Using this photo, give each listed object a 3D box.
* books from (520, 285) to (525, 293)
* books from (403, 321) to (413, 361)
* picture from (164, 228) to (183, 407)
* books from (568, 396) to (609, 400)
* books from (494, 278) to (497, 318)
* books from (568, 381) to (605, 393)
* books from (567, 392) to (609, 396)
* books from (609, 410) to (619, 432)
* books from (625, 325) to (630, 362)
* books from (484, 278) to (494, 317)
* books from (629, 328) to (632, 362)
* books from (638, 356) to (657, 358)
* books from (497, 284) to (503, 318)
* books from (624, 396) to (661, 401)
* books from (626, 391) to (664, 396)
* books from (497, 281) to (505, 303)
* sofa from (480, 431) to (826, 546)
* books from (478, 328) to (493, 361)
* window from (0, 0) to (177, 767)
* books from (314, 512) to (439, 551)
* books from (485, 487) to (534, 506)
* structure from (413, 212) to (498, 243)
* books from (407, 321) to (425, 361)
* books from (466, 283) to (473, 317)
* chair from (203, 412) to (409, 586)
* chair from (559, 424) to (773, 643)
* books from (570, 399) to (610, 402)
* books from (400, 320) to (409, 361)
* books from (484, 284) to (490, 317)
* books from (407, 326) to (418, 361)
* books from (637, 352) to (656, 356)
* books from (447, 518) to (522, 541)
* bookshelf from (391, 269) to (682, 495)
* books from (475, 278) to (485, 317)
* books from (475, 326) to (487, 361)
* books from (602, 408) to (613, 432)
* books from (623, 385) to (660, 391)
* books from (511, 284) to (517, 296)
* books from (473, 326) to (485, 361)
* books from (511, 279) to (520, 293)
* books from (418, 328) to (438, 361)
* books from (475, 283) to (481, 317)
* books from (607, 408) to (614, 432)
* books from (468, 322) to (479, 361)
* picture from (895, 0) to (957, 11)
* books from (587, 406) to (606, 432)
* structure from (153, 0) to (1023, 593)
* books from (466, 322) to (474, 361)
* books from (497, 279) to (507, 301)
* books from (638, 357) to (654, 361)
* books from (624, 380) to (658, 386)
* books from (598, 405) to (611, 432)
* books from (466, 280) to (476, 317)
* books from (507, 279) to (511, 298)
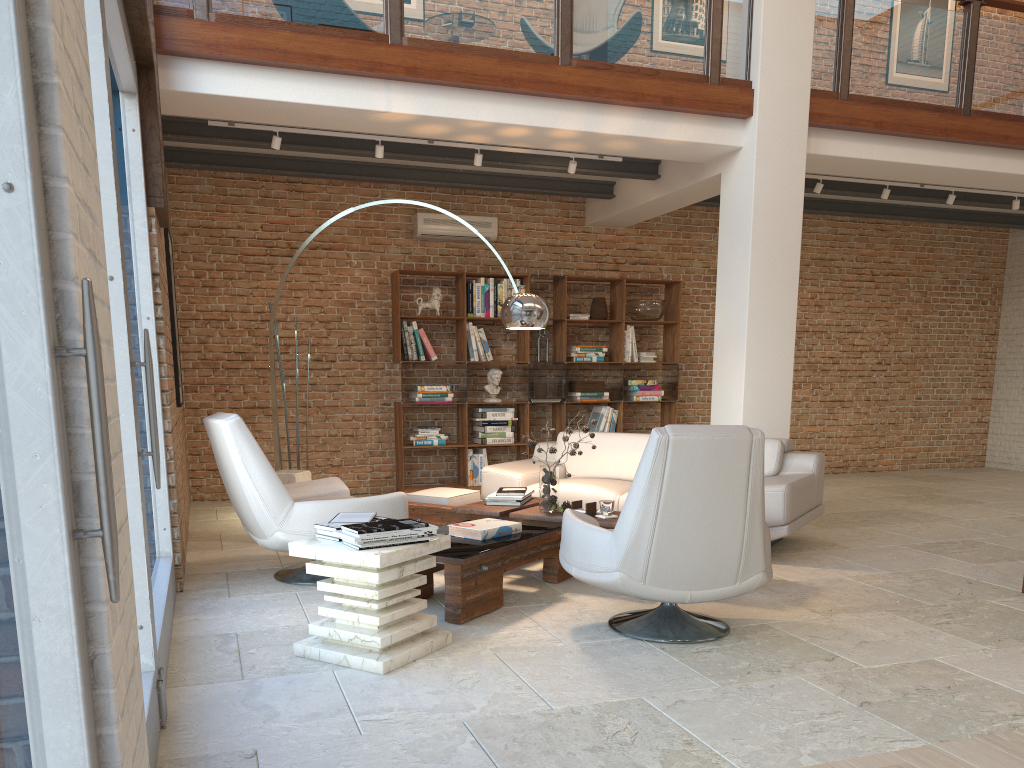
[{"bbox_3d":[0.067,-0.827,8.879,0.055,0.337,0.249,-4,8,-19],"label":"books"},{"bbox_3d":[-1.049,-0.420,8.563,0.091,0.393,0.238,-4,9,-19],"label":"books"},{"bbox_3d":[-2.389,-0.449,6.165,0.027,1.224,0.893,-4,8,-20],"label":"picture"},{"bbox_3d":[0.810,0.145,9.317,0.378,0.037,0.240,0,1,-24],"label":"books"},{"bbox_3d":[-0.206,-0.854,8.763,0.036,0.392,0.238,-4,9,-20],"label":"books"},{"bbox_3d":[0.794,0.029,9.263,0.335,0.121,0.209,-1,3,-19],"label":"books"},{"bbox_3d":[0.808,0.108,9.273,0.379,0.037,0.240,0,1,-20],"label":"books"},{"bbox_3d":[1.044,0.441,9.431,0.116,0.342,0.249,-3,8,-19],"label":"books"},{"bbox_3d":[1.188,-0.425,9.312,0.036,0.392,0.238,-4,9,-20],"label":"books"},{"bbox_3d":[-0.237,-0.853,8.742,0.036,0.392,0.238,-4,9,-20],"label":"books"},{"bbox_3d":[1.212,-0.411,9.333,0.020,0.367,0.266,-4,8,-20],"label":"books"},{"bbox_3d":[1.441,-0.295,9.425,0.170,0.019,0.232,0,1,-16],"label":"books"},{"bbox_3d":[-0.157,-0.826,8.769,0.055,0.337,0.249,-4,8,-19],"label":"books"},{"bbox_3d":[1.426,0.157,9.514,0.326,0.057,0.250,0,1,-17],"label":"books"},{"bbox_3d":[1.450,0.100,9.511,0.325,0.057,0.251,0,1,-24],"label":"books"},{"bbox_3d":[-0.125,-0.840,8.793,0.020,0.367,0.266,-4,8,-20],"label":"books"},{"bbox_3d":[1.027,0.771,6.508,2.318,0.774,1.127,1,4,31],"label":"sofa"},{"bbox_3d":[-0.304,-0.393,8.810,0.158,0.337,0.249,-3,8,-19],"label":"books"},{"bbox_3d":[-0.910,-2.017,0.783,0.645,6.535,12.124,-4,4,-20],"label":"window"},{"bbox_3d":[-0.629,0.630,3.821,0.387,0.081,0.561,-1,1,-35],"label":"books"},{"bbox_3d":[-0.015,0.731,5.699,0.250,0.076,0.394,0,1,13],"label":"books"},{"bbox_3d":[-0.559,-1.543,8.631,0.811,0.224,0.196,0,6,-19],"label":"structure"},{"bbox_3d":[-0.944,-0.418,8.587,0.121,0.390,0.238,-3,9,-19],"label":"books"},{"bbox_3d":[-0.450,-0.825,8.695,0.055,0.337,0.249,-4,8,-19],"label":"books"},{"bbox_3d":[-1.259,0.663,5.169,0.976,1.022,1.012,-4,7,-35],"label":"chair"},{"bbox_3d":[0.766,0.673,4.023,1.027,1.040,0.950,0,6,-3],"label":"chair"},{"bbox_3d":[0.827,0.174,9.314,0.355,0.021,0.268,0,1,-21],"label":"books"},{"bbox_3d":[-1.082,-0.419,8.544,0.091,0.393,0.238,-4,9,-19],"label":"books"},{"bbox_3d":[-0.288,-0.826,8.750,0.055,0.337,0.249,-4,8,-19],"label":"books"},{"bbox_3d":[-1.007,-0.395,8.602,0.102,0.342,0.249,-4,8,-19],"label":"books"},{"bbox_3d":[1.435,-0.322,9.414,0.132,0.034,0.203,-1,1,-29],"label":"books"},{"bbox_3d":[-0.147,0.792,4.764,0.253,0.057,0.323,1,1,41],"label":"books"},{"bbox_3d":[0.302,0.021,9.082,3.027,2.254,0.356,-1,10,-19],"label":"bookshelf"},{"bbox_3d":[-0.328,-0.853,8.716,0.036,0.392,0.238,-4,9,-20],"label":"books"},{"bbox_3d":[-0.354,-0.402,8.806,0.124,0.357,0.266,-3,8,-19],"label":"books"},{"bbox_3d":[0.981,0.430,9.413,0.097,0.363,0.266,-4,8,-19],"label":"books"},{"bbox_3d":[1.404,0.044,9.496,0.326,0.057,0.250,0,1,-19],"label":"books"},{"bbox_3d":[-0.017,-0.826,8.827,0.055,0.337,0.249,-4,8,-19],"label":"books"},{"bbox_3d":[-0.372,-0.402,8.791,0.124,0.357,0.266,-3,8,-19],"label":"books"},{"bbox_3d":[0.026,-0.854,8.842,0.036,0.392,0.238,-4,9,-20],"label":"books"},{"bbox_3d":[-0.865,-0.387,8.644,0.194,0.326,0.249,-3,7,-19],"label":"books"},{"bbox_3d":[-0.371,-0.825,8.703,0.055,0.337,0.249,-4,8,-19],"label":"books"},{"bbox_3d":[0.998,0.433,9.429,0.097,0.363,0.266,-4,8,-19],"label":"books"},{"bbox_3d":[-0.419,-0.418,8.761,0.103,0.392,0.238,-4,9,-19],"label":"books"},{"bbox_3d":[4.733,-4.052,10.069,0.911,1.226,0.027,-2,11,-19],"label":"picture"},{"bbox_3d":[0.887,0.423,9.394,0.163,0.381,0.238,-3,8,-19],"label":"books"},{"bbox_3d":[3.794,-0.921,3.139,10.132,4.228,13.624,-1,2,-19],"label":"structure"},{"bbox_3d":[-0.462,-0.419,8.771,0.101,0.393,0.238,-4,9,-19],"label":"books"},{"bbox_3d":[-0.102,-0.854,8.812,0.036,0.392,0.238,-4,9,-20],"label":"books"},{"bbox_3d":[1.435,-0.268,9.424,0.132,0.034,0.202,0,1,-9],"label":"books"},{"bbox_3d":[1.388,-0.013,9.480,0.326,0.057,0.250,0,1,-9],"label":"books"},{"bbox_3d":[0.934,0.422,9.385,0.161,0.381,0.238,-3,8,-19],"label":"books"},{"bbox_3d":[-0.413,-0.840,8.704,0.020,0.367,0.266,-4,8,-20],"label":"books"},{"bbox_3d":[-0.063,-0.854,8.812,0.036,0.392,0.238,-4,9,-20],"label":"books"}]
